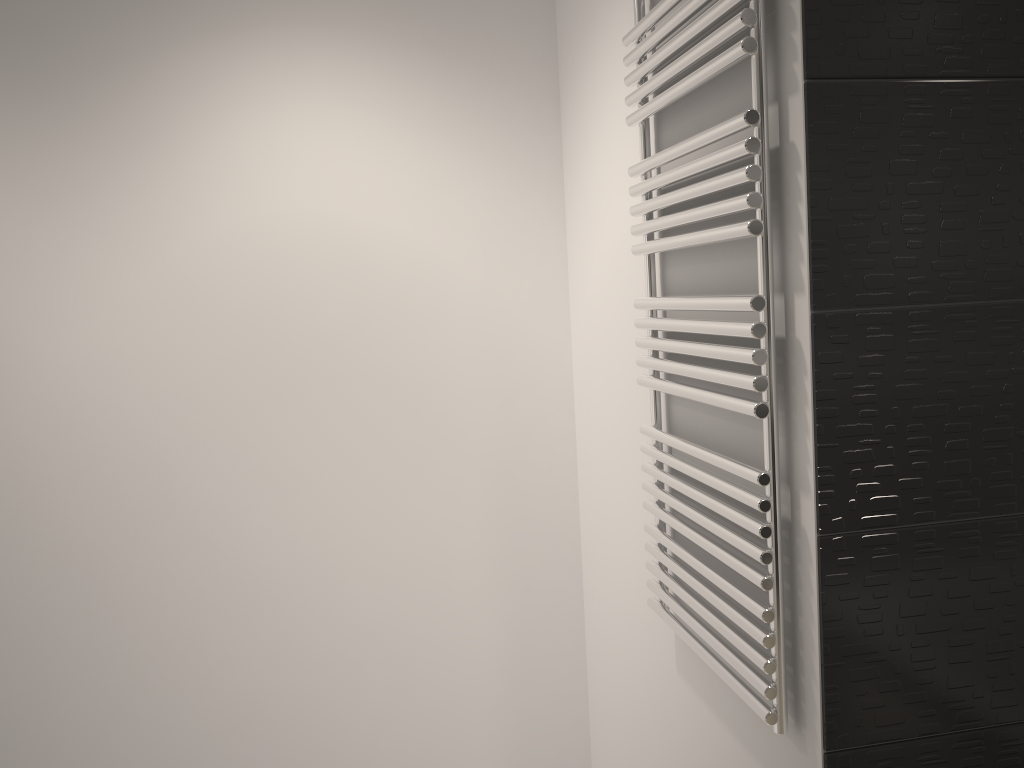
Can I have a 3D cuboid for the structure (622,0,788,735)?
[{"bbox_3d":[0.277,-0.194,1.363,0.039,1.289,0.473,-4,4,-10],"label":"structure"}]
